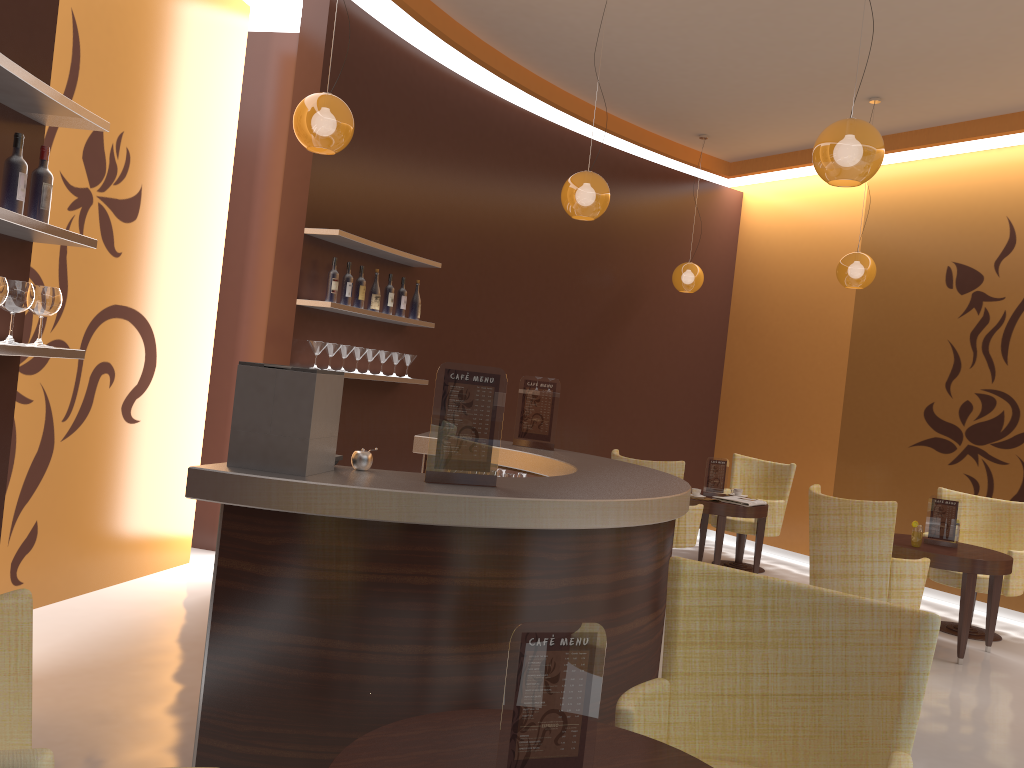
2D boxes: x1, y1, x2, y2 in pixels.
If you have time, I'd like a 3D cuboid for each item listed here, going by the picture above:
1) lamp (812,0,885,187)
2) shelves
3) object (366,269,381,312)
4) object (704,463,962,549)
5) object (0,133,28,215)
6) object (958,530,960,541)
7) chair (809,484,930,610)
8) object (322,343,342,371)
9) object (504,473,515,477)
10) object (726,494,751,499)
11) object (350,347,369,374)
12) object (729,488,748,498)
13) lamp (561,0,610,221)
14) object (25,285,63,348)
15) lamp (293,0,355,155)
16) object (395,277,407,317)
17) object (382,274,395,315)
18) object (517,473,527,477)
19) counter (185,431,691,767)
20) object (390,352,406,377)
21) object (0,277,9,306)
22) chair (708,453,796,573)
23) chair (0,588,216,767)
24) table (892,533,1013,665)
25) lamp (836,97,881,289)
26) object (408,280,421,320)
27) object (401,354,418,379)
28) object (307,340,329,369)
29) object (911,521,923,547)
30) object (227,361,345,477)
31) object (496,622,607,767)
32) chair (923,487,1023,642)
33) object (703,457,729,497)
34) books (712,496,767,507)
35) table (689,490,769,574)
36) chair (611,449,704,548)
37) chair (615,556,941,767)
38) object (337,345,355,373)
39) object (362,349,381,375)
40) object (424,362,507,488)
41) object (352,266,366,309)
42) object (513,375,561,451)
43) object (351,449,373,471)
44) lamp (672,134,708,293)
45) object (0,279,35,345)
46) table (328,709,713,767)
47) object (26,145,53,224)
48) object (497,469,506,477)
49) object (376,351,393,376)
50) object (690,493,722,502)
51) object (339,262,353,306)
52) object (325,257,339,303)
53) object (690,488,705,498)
[{"bbox_3d":[1.550,-1.629,3.908,0.299,1.500,0.299,6,0,33],"label":"lamp"},{"bbox_3d":[-1.320,-0.517,4.359,0.586,0.902,4.744,6,0,12],"label":"shelves"},{"bbox_3d":[-0.943,-0.639,6.098,0.086,0.303,0.086,7,0,38],"label":"object"},{"bbox_3d":[2.371,0.870,6.806,0.187,0.335,2.090,6,0,-39],"label":"object"},{"bbox_3d":[-1.696,-0.707,3.026,0.073,0.297,0.073,6,0,-38],"label":"object"},{"bbox_3d":[3.121,1.038,6.252,0.067,0.171,0.072,6,0,12],"label":"object"},{"bbox_3d":[2.206,1.196,5.602,0.685,1.017,0.729,6,0,-18],"label":"chair"},{"bbox_3d":[-1.168,-0.173,5.711,0.137,0.174,0.137,6,0,20],"label":"object"},{"bbox_3d":[-0.019,0.564,4.850,0.067,0.148,0.067,7,0,41],"label":"object"},{"bbox_3d":[1.989,0.982,7.745,0.239,0.021,0.464,6,0,-39],"label":"object"},{"bbox_3d":[-1.043,-0.159,5.993,0.137,0.174,0.137,6,0,30],"label":"object"},{"bbox_3d":[1.974,0.951,7.740,0.153,0.069,0.153,7,0,38],"label":"object"},{"bbox_3d":[0.514,-1.750,5.375,0.299,1.500,0.299,6,0,-17],"label":"lamp"},{"bbox_3d":[-1.738,-0.250,3.277,0.125,0.221,0.125,6,0,-11],"label":"object"},{"bbox_3d":[-0.864,-1.899,4.391,0.299,1.500,0.299,6,0,-17],"label":"lamp"},{"bbox_3d":[-0.794,-0.618,6.378,0.073,0.297,0.073,6,0,2],"label":"object"},{"bbox_3d":[-0.866,-0.626,6.237,0.073,0.297,0.073,6,0,2],"label":"object"},{"bbox_3d":[0.051,0.571,4.939,0.067,0.148,0.067,6,0,-18],"label":"object"},{"bbox_3d":[-0.045,0.910,4.049,1.586,1.100,2.917,6,0,10],"label":"counter"},{"bbox_3d":[-0.842,-0.138,6.403,0.137,0.174,0.137,6,0,-10],"label":"object"},{"bbox_3d":[-1.745,-0.250,2.938,0.125,0.221,0.125,6,0,-11],"label":"object"},{"bbox_3d":[2.182,1.184,8.187,0.685,1.017,0.729,6,0,-36],"label":"chair"},{"bbox_3d":[-0.627,0.897,1.318,0.685,1.017,0.729,6,0,-28],"label":"chair"},{"bbox_3d":[2.872,1.439,6.034,0.872,0.679,0.874,6,0,-4],"label":"table"},{"bbox_3d":[2.783,-1.503,6.997,0.299,1.500,0.299,6,0,7],"label":"lamp"},{"bbox_3d":[-0.709,-0.615,6.533,0.086,0.303,0.086,6,0,-21],"label":"object"},{"bbox_3d":[-0.770,-0.131,6.541,0.137,0.174,0.137,6,0,30],"label":"object"},{"bbox_3d":[-1.227,-0.179,5.567,0.137,0.174,0.137,6,0,20],"label":"object"},{"bbox_3d":[2.675,0.990,5.854,0.067,0.171,0.072,7,0,37],"label":"object"},{"bbox_3d":[-0.736,0.112,3.013,0.270,0.340,0.373,6,0,10],"label":"object"},{"bbox_3d":[0.078,0.634,1.737,0.209,0.335,0.042,6,0,-22],"label":"object"},{"bbox_3d":[3.452,1.331,6.596,0.729,1.017,0.685,7,0,43],"label":"chair"},{"bbox_3d":[1.747,0.798,7.581,0.209,0.335,0.042,6,0,-12],"label":"object"},{"bbox_3d":[1.886,0.966,7.324,0.345,0.035,0.367,7,0,45],"label":"books"},{"bbox_3d":[1.688,1.302,7.532,0.872,0.679,0.874,6,0,1],"label":"table"},{"bbox_3d":[1.108,1.069,7.010,0.685,1.017,0.729,6,0,-38],"label":"chair"},{"bbox_3d":[0.637,1.034,2.288,0.729,1.017,0.685,6,0,33],"label":"chair"},{"bbox_3d":[-1.109,-0.167,5.854,0.137,0.174,0.137,6,0,30],"label":"object"},{"bbox_3d":[-0.984,-0.153,6.127,0.137,0.174,0.137,6,0,30],"label":"object"},{"bbox_3d":[-0.154,0.140,3.049,0.258,0.414,0.052,6,0,-22],"label":"object"},{"bbox_3d":[-1.016,-0.641,5.926,0.073,0.297,0.073,6,0,-38],"label":"object"},{"bbox_3d":[0.145,0.165,5.152,0.258,0.414,0.052,6,0,23],"label":"object"},{"bbox_3d":[-0.531,0.267,3.144,0.075,0.077,0.075,6,0,23],"label":"object"},{"bbox_3d":[1.748,-1.624,8.465,0.299,1.500,0.299,6,0,-35],"label":"lamp"},{"bbox_3d":[-1.749,-0.251,3.108,0.125,0.221,0.125,6,0,-11],"label":"object"},{"bbox_3d":[0.034,1.139,1.727,0.872,0.679,0.874,6,0,11],"label":"table"},{"bbox_3d":[-1.694,-0.707,3.191,0.073,0.297,0.073,6,0,-26],"label":"object"},{"bbox_3d":[-0.066,0.558,5.029,0.067,0.148,0.067,6,0,31],"label":"object"},{"bbox_3d":[-0.915,-0.146,6.264,0.137,0.174,0.137,6,0,30],"label":"object"},{"bbox_3d":[1.502,0.930,7.312,0.239,0.021,0.464,6,0,-22],"label":"object"},{"bbox_3d":[-1.074,-0.647,5.782,0.073,0.297,0.073,6,0,2],"label":"object"},{"bbox_3d":[-1.137,-0.654,5.622,0.073,0.297,0.073,6,0,2],"label":"object"},{"bbox_3d":[1.519,0.902,7.326,0.153,0.069,0.153,6,0,-9],"label":"object"}]
